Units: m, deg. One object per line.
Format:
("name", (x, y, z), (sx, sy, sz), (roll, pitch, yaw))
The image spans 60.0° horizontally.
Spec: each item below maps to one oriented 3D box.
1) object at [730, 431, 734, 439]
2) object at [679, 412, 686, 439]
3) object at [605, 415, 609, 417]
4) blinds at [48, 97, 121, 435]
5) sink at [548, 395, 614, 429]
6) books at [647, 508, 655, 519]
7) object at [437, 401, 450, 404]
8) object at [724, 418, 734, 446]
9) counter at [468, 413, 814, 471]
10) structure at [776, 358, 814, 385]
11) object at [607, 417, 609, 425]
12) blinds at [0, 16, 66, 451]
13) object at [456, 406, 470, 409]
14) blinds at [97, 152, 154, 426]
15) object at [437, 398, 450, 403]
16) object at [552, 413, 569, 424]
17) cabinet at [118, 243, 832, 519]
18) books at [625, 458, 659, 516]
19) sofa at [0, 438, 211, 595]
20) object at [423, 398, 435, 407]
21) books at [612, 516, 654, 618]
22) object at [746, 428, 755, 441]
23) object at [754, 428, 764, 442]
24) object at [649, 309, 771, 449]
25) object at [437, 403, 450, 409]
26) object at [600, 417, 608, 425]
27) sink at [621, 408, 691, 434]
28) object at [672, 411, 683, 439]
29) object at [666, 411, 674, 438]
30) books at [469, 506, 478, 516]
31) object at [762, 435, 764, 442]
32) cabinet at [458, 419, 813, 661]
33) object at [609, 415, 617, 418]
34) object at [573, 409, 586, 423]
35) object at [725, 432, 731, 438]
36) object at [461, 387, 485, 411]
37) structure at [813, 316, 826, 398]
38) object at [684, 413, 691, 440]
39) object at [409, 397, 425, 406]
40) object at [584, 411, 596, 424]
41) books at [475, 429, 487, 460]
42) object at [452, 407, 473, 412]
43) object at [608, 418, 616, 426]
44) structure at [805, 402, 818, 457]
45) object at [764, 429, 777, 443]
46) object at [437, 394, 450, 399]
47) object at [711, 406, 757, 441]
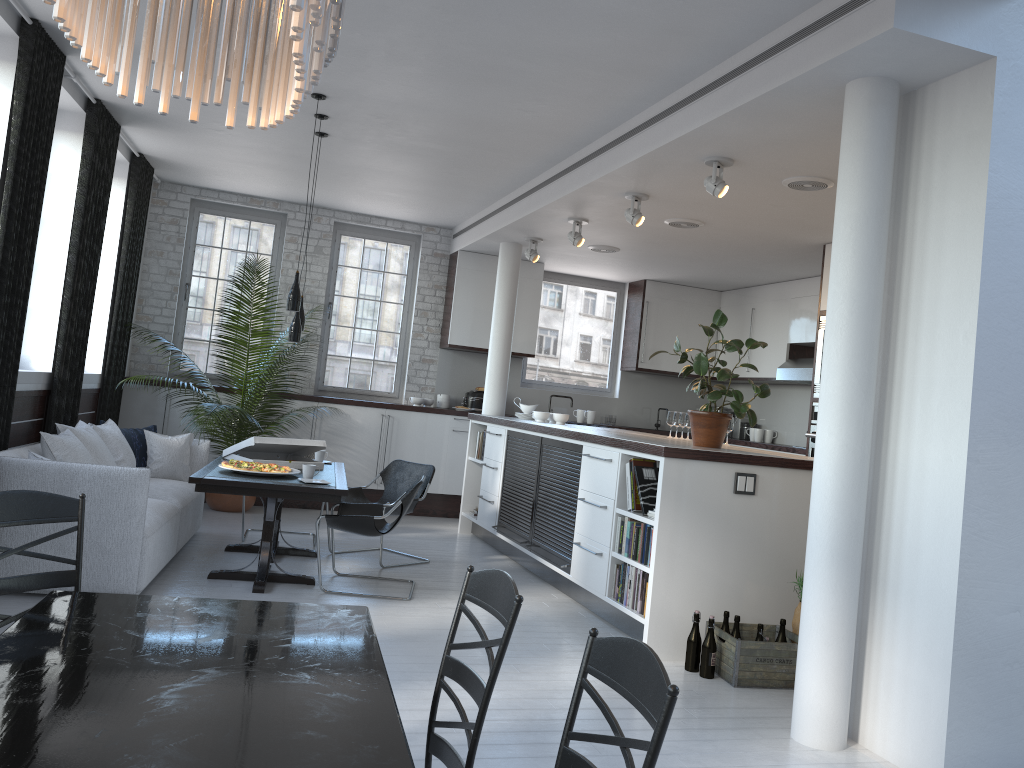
("object", (2.643, 0.611, 10.747), (0.094, 0.098, 0.094), (6, -2, -1))
("object", (1.406, 0.346, 7.287), (0.082, 0.223, 0.082), (8, -4, -27))
("object", (1.178, 0.426, 10.783), (0.093, 0.098, 0.094), (8, -3, -35))
("blinds", (-3.399, -0.512, 6.961), (0.111, 3.321, 0.738), (7, -3, -12))
("sink", (0.635, 0.392, 8.976), (0.647, 0.520, 0.546), (7, -2, -18))
("books", (0.948, 0.774, 5.207), (0.271, 0.054, 0.204), (7, -1, -22))
("object", (-0.796, 0.220, 10.239), (0.153, 0.074, 0.153), (6, -2, -15))
("object", (1.659, 0.363, 6.812), (0.082, 0.223, 0.082), (6, -3, -4))
("counter", (0.885, 0.428, 7.205), (1.444, 0.061, 4.199), (6, -1, -18))
("structure", (3.274, -0.130, 9.173), (0.521, 0.250, 1.042), (7, -1, -18))
("object", (1.175, 0.456, 10.782), (0.093, 0.098, 0.094), (8, -3, -35))
("blinds", (-3.070, -0.508, 5.420), (0.098, 3.321, 0.623), (7, -3, -12))
("object", (-0.552, 0.274, 9.982), (0.139, 0.044, 0.136), (5, -2, 34))
("blinds", (-3.751, -0.519, 8.499), (0.102, 3.321, 0.622), (7, -3, -12))
("object", (-0.793, 0.190, 10.240), (0.153, 0.063, 0.152), (6, -1, 11))
("object", (0.451, 0.326, 8.234), (0.156, 0.093, 0.156), (6, -2, -3))
("cabinet", (0.381, 0.045, 7.190), (7.218, 3.007, 7.298), (7, -2, -18))
("books", (0.837, 0.630, 5.450), (0.186, 0.329, 0.323), (7, -2, -18))
("sofa", (-2.757, 0.811, 6.142), (0.919, 0.772, 2.654), (6, -1, -11))
("object", (-0.959, 0.215, 10.065), (0.156, 0.093, 0.157), (7, -2, -37))
("books", (0.962, 0.966, 5.370), (0.491, 0.799, 0.540), (7, -3, -18))
("object", (2.829, 0.595, 10.407), (0.138, 0.152, 0.108), (6, -3, 4))
("object", (2.864, 0.596, 10.305), (0.109, 0.152, 0.138), (6, -2, -3))
("object", (1.279, -0.039, 5.728), (0.776, 0.893, 0.435), (4, -4, 40))
("object", (-0.798, 0.255, 10.240), (0.153, 0.055, 0.153), (5, -2, 25))
("object", (1.106, 0.446, 10.654), (0.093, 0.098, 0.094), (8, -3, -35))
("sink", (1.804, 0.499, 10.882), (0.914, 0.414, 0.433), (7, -2, -18))
("object", (1.341, 0.337, 7.196), (0.082, 0.223, 0.082), (8, -4, -27))
("object", (1.311, 0.336, 7.295), (0.083, 0.223, 0.082), (5, -3, 19))
("books", (-0.209, 1.143, 8.686), (0.293, 0.325, 0.472), (7, -2, -21))
("object", (2.949, 0.608, 10.449), (0.138, 0.152, 0.108), (4, -3, 44))
("cabinet", (0.825, 1.014, 7.161), (1.498, 1.173, 4.169), (7, -1, -18))
("object", (1.210, 0.427, 10.684), (0.094, 0.098, 0.094), (6, -2, -1))
("object", (0.802, 0.380, 10.461), (0.138, 0.152, 0.109), (7, -3, -23))
("object", (2.574, 0.601, 10.622), (0.094, 0.098, 0.094), (6, -2, -1))
("object", (-0.374, 0.181, 10.274), (0.413, 0.291, 0.278), (7, -2, -18))
("structure", (3.226, -0.176, 7.266), (0.955, 0.705, 1.031), (7, -2, -18))
("object", (1.436, 0.347, 7.200), (0.082, 0.223, 0.082), (7, -3, -23))
("object", (-1.062, 0.201, 9.934), (0.156, 0.093, 0.156), (7, -2, -19))
("object", (0.922, 0.392, 10.414), (0.109, 0.152, 0.138), (4, -3, 33))
("books", (-0.179, 0.591, 8.691), (0.253, 0.324, 0.509), (7, -2, -18))
("object", (-0.547, 0.290, 9.980), (0.261, 0.028, 0.262), (7, -1, -30))
("object", (1.207, 0.457, 10.683), (0.094, 0.098, 0.094), (6, -2, -1))
("structure", (3.075, 0.719, 7.194), (1.023, 1.029, 1.048), (7, -2, -18))
("object", (3.001, 0.611, 10.326), (0.138, 0.152, 0.109), (6, -3, -10))
("object", (-0.791, 0.157, 10.244), (0.154, 0.075, 0.152), (5, -2, 39))
("object", (2.738, 0.483, 10.955), (0.243, 0.375, 0.874), (7, -2, -22))
